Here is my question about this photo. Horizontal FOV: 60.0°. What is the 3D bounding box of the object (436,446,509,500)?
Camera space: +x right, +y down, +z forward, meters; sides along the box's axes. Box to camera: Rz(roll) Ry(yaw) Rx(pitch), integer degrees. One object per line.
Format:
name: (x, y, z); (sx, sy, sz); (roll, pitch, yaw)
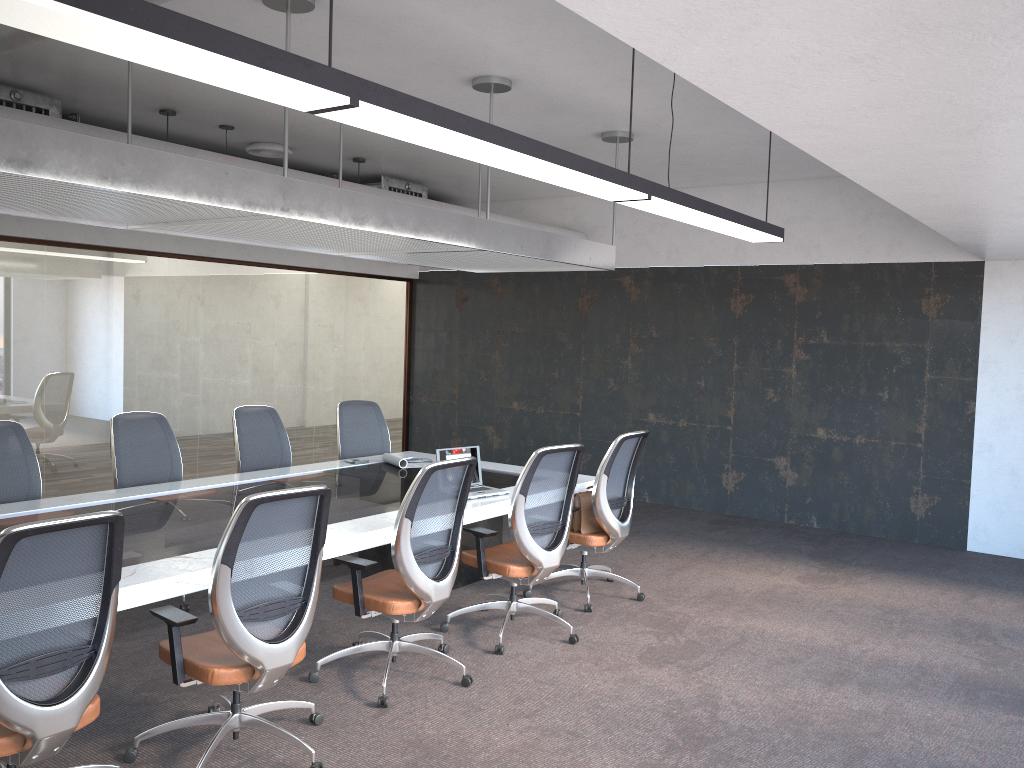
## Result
object: (-0.249, 0.555, 5.611); (0.366, 0.277, 0.308); (-1, 4, -44)

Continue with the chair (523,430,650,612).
chair: (0.506, 0.866, 6.048); (0.828, 1.166, 0.789); (2, 3, -1)

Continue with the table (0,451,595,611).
table: (-1.697, 1.068, 4.762); (1.898, 0.745, 5.498); (4, 4, 35)

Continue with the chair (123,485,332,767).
chair: (-1.126, 0.948, 3.595); (0.828, 1.166, 0.789); (2, 3, 5)

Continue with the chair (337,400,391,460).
chair: (-1.098, 0.742, 7.291); (0.828, 1.166, 0.789); (3, 3, 15)

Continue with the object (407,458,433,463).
object: (-0.717, 0.592, 6.885); (0.200, 0.036, 0.049); (1, 3, -18)

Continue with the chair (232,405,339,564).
chair: (-1.685, 0.764, 6.549); (0.828, 1.166, 0.789); (2, 3, -1)

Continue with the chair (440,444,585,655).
chair: (0.014, 0.894, 5.237); (0.828, 1.166, 0.789); (2, 3, 10)

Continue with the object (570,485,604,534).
object: (0.552, 0.837, 6.024); (0.378, 0.308, 0.138); (-1, 4, -44)

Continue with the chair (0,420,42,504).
chair: (-2.782, 0.813, 5.004); (0.828, 1.166, 0.789); (2, 3, -1)

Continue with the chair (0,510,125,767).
chair: (-1.687, 0.965, 2.957); (0.828, 1.166, 0.789); (2, 3, -1)

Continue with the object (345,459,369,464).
object: (-1.187, 0.586, 6.772); (0.126, 0.026, 0.161); (-1, 4, -40)

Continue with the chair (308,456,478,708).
chair: (-0.591, 0.915, 4.502); (0.828, 1.166, 0.789); (2, 3, -1)

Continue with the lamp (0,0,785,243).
lamp: (-1.570, -1.455, 4.697); (4.126, 0.908, 6.097); (4, 4, 35)

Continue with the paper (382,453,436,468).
paper: (-0.757, 0.580, 6.805); (0.379, 0.069, 0.348); (0, 4, -29)

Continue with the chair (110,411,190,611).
chair: (-2.234, 0.789, 5.776); (0.828, 1.166, 0.789); (2, 3, -1)
